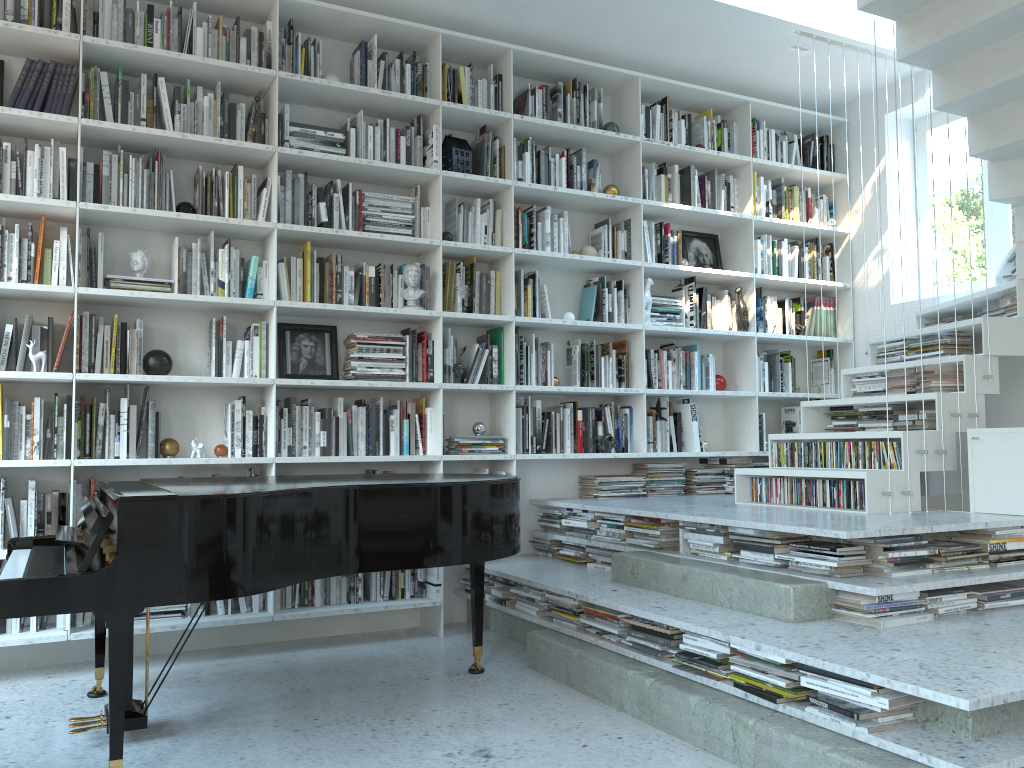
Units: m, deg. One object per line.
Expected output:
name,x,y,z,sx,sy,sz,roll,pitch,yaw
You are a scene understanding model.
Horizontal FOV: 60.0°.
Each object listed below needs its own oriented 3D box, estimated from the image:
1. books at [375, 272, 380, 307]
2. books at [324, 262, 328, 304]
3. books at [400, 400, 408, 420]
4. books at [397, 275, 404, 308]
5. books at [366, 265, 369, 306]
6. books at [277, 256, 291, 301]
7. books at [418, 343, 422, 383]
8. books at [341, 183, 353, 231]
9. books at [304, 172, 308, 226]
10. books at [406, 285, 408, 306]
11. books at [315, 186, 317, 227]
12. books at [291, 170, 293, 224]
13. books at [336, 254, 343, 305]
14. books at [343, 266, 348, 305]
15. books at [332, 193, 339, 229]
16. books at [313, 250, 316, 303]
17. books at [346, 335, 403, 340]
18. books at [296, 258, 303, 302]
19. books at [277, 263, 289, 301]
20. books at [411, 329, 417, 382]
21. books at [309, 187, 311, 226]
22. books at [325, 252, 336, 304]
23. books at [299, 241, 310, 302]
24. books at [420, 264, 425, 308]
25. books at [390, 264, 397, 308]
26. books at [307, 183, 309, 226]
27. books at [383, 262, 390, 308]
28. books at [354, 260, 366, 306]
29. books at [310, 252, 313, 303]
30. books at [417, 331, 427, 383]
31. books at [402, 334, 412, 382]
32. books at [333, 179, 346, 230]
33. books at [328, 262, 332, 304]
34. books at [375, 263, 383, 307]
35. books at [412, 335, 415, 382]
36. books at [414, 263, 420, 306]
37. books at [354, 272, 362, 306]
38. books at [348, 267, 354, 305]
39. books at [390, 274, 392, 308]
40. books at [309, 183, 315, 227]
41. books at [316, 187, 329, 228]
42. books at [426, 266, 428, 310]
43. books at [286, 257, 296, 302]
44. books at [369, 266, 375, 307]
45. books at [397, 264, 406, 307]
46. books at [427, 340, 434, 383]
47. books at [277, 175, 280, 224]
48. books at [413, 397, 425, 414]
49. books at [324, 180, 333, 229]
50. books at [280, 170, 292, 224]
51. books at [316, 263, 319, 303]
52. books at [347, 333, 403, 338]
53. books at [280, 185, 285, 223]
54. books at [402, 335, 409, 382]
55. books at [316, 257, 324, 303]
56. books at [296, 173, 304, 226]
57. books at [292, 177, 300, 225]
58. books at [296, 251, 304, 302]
books,-0.723,-0.465,4.578,0.029,0.200,0.178,1,-4,-27
books,-0.954,-0.484,4.472,0.012,0.227,0.169,1,-4,-27
books,-0.574,0.231,4.642,0.010,0.284,0.132,1,-4,-27
books,-0.606,-0.461,4.654,0.035,0.201,0.149,1,-4,-27
books,-0.770,-0.482,4.565,0.010,0.234,0.175,1,-4,-27
books,-1.129,-0.496,4.390,0.042,0.242,0.162,1,-4,-27
books,-0.509,-0.099,4.689,0.021,0.217,0.132,1,-4,-27
books,-0.854,-0.870,4.536,0.021,0.269,0.191,1,-4,-27
books,-1.054,-0.891,4.448,0.011,0.300,0.179,1,-4,-27
books,-0.574,-0.462,4.674,0.012,0.205,0.146,1,-4,-27
books,-1.010,-0.859,4.469,0.011,0.239,0.147,1,-4,-27
books,-1.120,-0.898,4.433,0.014,0.312,0.133,1,-4,-27
books,-0.896,-0.504,4.487,0.028,0.267,0.190,1,-4,-27
books,-0.869,-0.476,4.515,0.024,0.216,0.175,1,-4,-27
books,-0.915,-0.845,4.516,0.024,0.216,0.148,1,-4,-27
books,-1.007,-0.513,4.437,0.010,0.280,0.170,1,-4,-27
books,-0.712,-0.232,4.584,0.254,0.012,0.161,2,-5,-30
books,-1.075,-0.493,4.420,0.029,0.240,0.156,1,-4,-27
books,-1.140,-0.481,4.370,0.053,0.208,0.156,1,-4,-27
books,-0.532,-0.136,4.674,0.011,0.288,0.152,1,-4,-27
books,-1.034,-0.856,4.459,0.014,0.233,0.147,1,-4,-27
books,-0.921,-0.511,4.491,0.013,0.283,0.177,1,-4,-27
books,-1.033,-0.533,4.409,0.014,0.317,0.188,1,-4,-27
books,-0.495,-0.491,4.704,0.014,0.266,0.154,1,-4,-27
books,-0.633,-0.490,4.645,0.024,0.259,0.126,1,-4,-27
books,-1.045,-0.866,4.453,0.011,0.251,0.153,1,-4,-27
books,-0.669,-0.492,4.615,0.025,0.258,0.150,1,-4,-27
books,-0.782,-0.495,4.564,0.014,0.258,0.161,1,-4,-27
books,-1.020,-0.508,4.414,0.015,0.266,0.189,1,-4,-27
books,-0.487,-0.131,4.683,0.011,0.279,0.186,1,-4,-27
books,-0.559,-0.123,4.648,0.011,0.260,0.184,1,-4,-27
books,-0.891,-0.881,4.533,0.049,0.291,0.162,1,-4,-27
books,-0.941,-0.488,4.488,0.025,0.236,0.137,1,-4,-27
books,-0.700,-0.487,4.579,0.012,0.245,0.186,1,-4,-27
books,-0.543,-0.120,4.668,0.013,0.256,0.163,1,-4,-27
books,-0.520,-0.497,4.711,0.025,0.279,0.108,1,-4,-27
books,-0.815,-0.465,4.556,0.050,0.198,0.146,1,-4,-27
books,-0.845,-0.475,4.528,0.030,0.214,0.168,1,-4,-27
books,-0.656,-0.464,4.638,0.022,0.206,0.114,1,-4,-27
books,-1.020,-0.865,4.462,0.014,0.250,0.173,1,-4,-27
books,-0.972,-0.857,4.481,0.066,0.236,0.154,1,-4,-27
books,-0.475,-0.488,4.736,0.023,0.264,0.107,1,-4,-27
books,-1.103,-0.498,4.413,0.026,0.248,0.139,1,-4,-27
books,-0.748,-0.478,4.564,0.029,0.224,0.185,1,-4,-27
books,-0.588,-0.491,4.674,0.014,0.263,0.135,1,-4,-27
books,-0.463,-0.106,4.682,0.034,0.229,0.199,1,-4,-27
books,-1.178,-0.878,4.383,0.026,0.267,0.171,1,-4,-27
books,-0.490,0.225,4.675,0.011,0.300,0.149,1,-4,-27
books,-0.938,-0.880,4.514,0.022,0.285,0.131,1,-4,-27
books,-1.130,-0.891,4.406,0.026,0.297,0.179,1,-4,-27
books,-1.002,-0.485,4.464,0.024,0.228,0.147,1,-4,-27
books,-0.711,-0.244,4.583,0.254,0.012,0.161,1,-4,-23
books,-1.161,-0.857,4.408,0.027,0.228,0.147,1,-4,-27
books,-0.570,-0.120,4.645,0.012,0.254,0.161,1,-4,-27
books,-0.981,-0.499,4.482,0.028,0.259,0.134,1,-4,-27
books,-1.075,-0.888,4.446,0.029,0.295,0.151,1,-4,-27
books,-1.091,-0.875,4.417,0.025,0.265,0.185,1,-4,-27
books,-1.063,-0.514,4.442,0.010,0.283,0.136,1,-4,-27
